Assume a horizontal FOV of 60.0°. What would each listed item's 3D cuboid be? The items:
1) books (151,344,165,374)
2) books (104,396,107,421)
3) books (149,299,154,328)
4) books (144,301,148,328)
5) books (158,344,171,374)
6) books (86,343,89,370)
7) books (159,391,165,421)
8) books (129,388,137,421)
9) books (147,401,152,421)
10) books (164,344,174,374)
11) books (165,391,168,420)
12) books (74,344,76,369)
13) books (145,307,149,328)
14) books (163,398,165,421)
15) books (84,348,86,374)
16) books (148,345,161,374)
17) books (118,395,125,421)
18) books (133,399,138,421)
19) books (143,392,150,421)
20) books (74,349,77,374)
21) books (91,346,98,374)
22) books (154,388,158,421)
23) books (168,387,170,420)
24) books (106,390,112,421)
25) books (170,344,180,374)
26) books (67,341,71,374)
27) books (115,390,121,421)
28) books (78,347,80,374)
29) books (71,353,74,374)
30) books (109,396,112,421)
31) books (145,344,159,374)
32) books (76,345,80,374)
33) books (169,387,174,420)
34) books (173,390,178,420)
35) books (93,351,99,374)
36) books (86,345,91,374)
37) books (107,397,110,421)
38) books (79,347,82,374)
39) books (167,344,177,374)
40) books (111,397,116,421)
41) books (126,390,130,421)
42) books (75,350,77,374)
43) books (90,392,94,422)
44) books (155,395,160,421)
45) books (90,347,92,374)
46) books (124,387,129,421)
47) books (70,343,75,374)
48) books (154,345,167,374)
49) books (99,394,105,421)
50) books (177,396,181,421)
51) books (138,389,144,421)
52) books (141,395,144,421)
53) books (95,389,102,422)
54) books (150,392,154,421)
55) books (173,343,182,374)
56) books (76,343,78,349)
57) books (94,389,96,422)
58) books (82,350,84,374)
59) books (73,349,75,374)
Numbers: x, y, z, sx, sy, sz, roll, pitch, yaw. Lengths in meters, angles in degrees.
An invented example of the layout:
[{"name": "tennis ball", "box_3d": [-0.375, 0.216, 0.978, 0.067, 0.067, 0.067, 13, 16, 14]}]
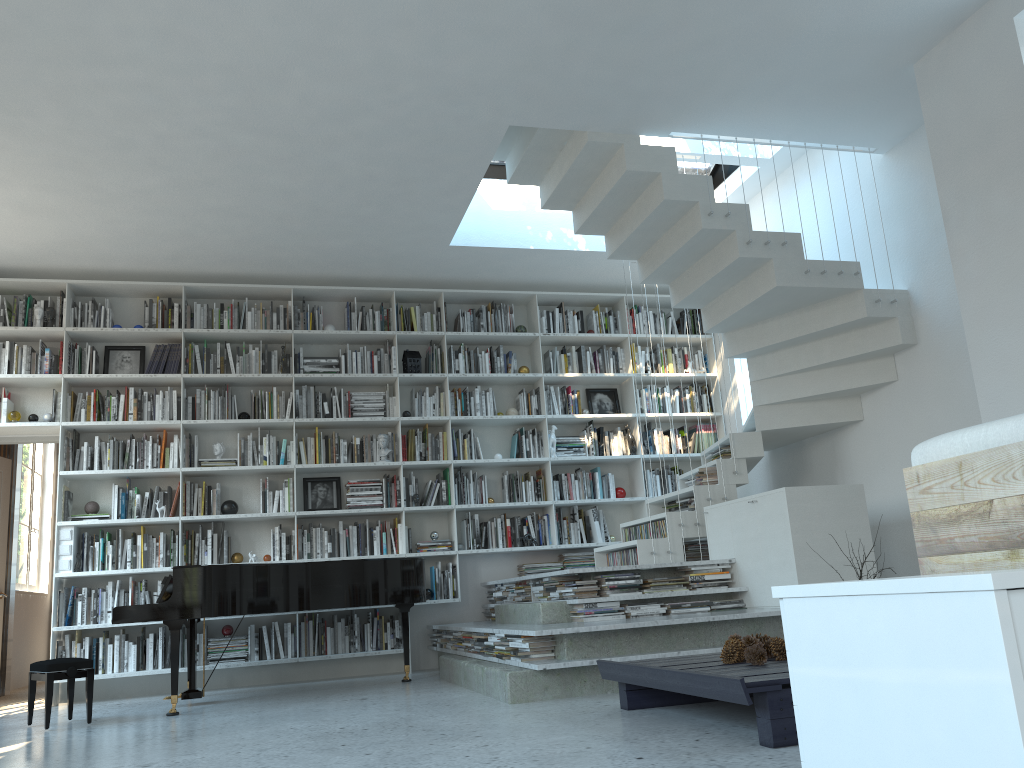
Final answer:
[{"name": "books", "box_3d": [-2.809, -0.159, 7.039, 0.110, 0.279, 0.174, 0, -14, -16]}, {"name": "books", "box_3d": [-3.135, 0.222, 6.867, 0.012, 0.230, 0.150, 0, -14, -16]}, {"name": "books", "box_3d": [-2.886, -0.518, 7.107, 0.024, 0.279, 0.188, 0, -14, -16]}, {"name": "books", "box_3d": [-2.935, -0.512, 7.110, 0.013, 0.277, 0.151, 0, -14, -16]}, {"name": "books", "box_3d": [-2.758, -0.163, 7.052, 0.097, 0.282, 0.174, 0, -14, -16]}, {"name": "books", "box_3d": [-3.295, -0.161, 6.901, 0.005, 0.280, 0.191, 0, -14, -16]}, {"name": "books", "box_3d": [-2.745, 0.200, 6.960, 0.022, 0.262, 0.175, 0, -14, -16]}, {"name": "books", "box_3d": [-2.949, 0.188, 6.898, 0.030, 0.285, 0.185, 0, -14, -16]}, {"name": "books", "box_3d": [-2.835, 0.242, 6.943, 0.022, 0.185, 0.137, 0, -14, -16]}, {"name": "books", "box_3d": [-2.732, -0.161, 7.080, 0.078, 0.285, 0.174, 0, -14, -16]}, {"name": "books", "box_3d": [-2.715, 0.204, 6.991, 0.024, 0.265, 0.155, 0, -14, -16]}, {"name": "books", "box_3d": [-3.381, -0.157, 6.884, 0.005, 0.277, 0.147, 0, -14, -16]}, {"name": "books", "box_3d": [-2.910, -0.487, 7.097, 0.028, 0.218, 0.153, 0, -14, -16]}, {"name": "books", "box_3d": [-2.729, 0.230, 6.971, 0.013, 0.206, 0.172, 0, -14, -16]}, {"name": "books", "box_3d": [-3.305, -0.142, 6.895, 0.019, 0.243, 0.153, 0, -14, -16]}, {"name": "books", "box_3d": [-2.836, -0.155, 7.050, 0.110, 0.279, 0.174, 0, -14, -16]}, {"name": "books", "box_3d": [-3.026, 0.217, 6.892, 0.047, 0.237, 0.163, 0, -14, -16]}, {"name": "books", "box_3d": [-2.917, 0.231, 6.893, 0.029, 0.195, 0.192, 0, -14, -16]}, {"name": "books", "box_3d": [-2.863, 0.206, 6.946, 0.029, 0.260, 0.158, 0, -14, -16]}, {"name": "books", "box_3d": [-3.364, -0.136, 6.869, 0.009, 0.228, 0.185, 0, -14, -16]}, {"name": "books", "box_3d": [-3.253, -0.149, 6.908, 0.012, 0.254, 0.167, 0, -14, -16]}, {"name": "books", "box_3d": [-2.792, 0.193, 6.954, 0.012, 0.280, 0.188, 0, -14, -16]}, {"name": "books", "box_3d": [-2.691, 0.184, 6.971, 0.012, 0.290, 0.182, 0, -14, -16]}, {"name": "books", "box_3d": [-3.124, 0.199, 6.872, 0.012, 0.276, 0.151, 0, -14, -16]}, {"name": "books", "box_3d": [-2.688, -0.161, 7.093, 0.078, 0.285, 0.174, 0, -14, -16]}, {"name": "books", "box_3d": [-3.417, -0.168, 6.862, 0.005, 0.292, 0.184, 0, -14, -16]}, {"name": "books", "box_3d": [-3.055, 0.199, 6.883, 0.014, 0.272, 0.181, 0, -14, -16]}, {"name": "books", "box_3d": [-3.347, -0.143, 6.890, 0.010, 0.248, 0.166, 0, -14, -16]}, {"name": "books", "box_3d": [-3.394, -0.121, 6.872, 0.015, 0.206, 0.172, 0, -14, -16]}, {"name": "books", "box_3d": [-3.096, 0.221, 6.868, 0.011, 0.228, 0.170, 0, -14, -16]}, {"name": "books", "box_3d": [-2.855, -0.157, 7.035, 0.110, 0.279, 0.174, 0, -14, -16]}, {"name": "books", "box_3d": [-3.354, -0.151, 6.880, 0.009, 0.259, 0.184, 0, -14, -16]}, {"name": "books", "box_3d": [-2.678, 0.188, 6.987, 0.022, 0.288, 0.169, 0, -14, -16]}, {"name": "books", "box_3d": [-2.649, 0.200, 6.990, 0.035, 0.263, 0.178, 0, -14, -16]}, {"name": "books", "box_3d": [-3.237, -0.131, 6.899, 0.012, 0.213, 0.186, 0, -14, -16]}, {"name": "books", "box_3d": [-3.278, -0.152, 6.893, 0.023, 0.257, 0.184, 0, -14, -16]}, {"name": "books", "box_3d": [-3.106, 0.224, 6.857, 0.014, 0.217, 0.164, 0, -14, -16]}, {"name": "books", "box_3d": [-3.334, -0.147, 6.871, 0.004, 0.245, 0.189, 0, -14, -16]}, {"name": "books", "box_3d": [-2.711, -0.160, 7.091, 0.078, 0.285, 0.174, 0, -14, -16]}, {"name": "books", "box_3d": [-3.073, 0.225, 6.866, 0.031, 0.216, 0.173, 0, -14, -16]}, {"name": "books", "box_3d": [-2.976, 0.197, 6.894, 0.023, 0.270, 0.187, 0, -14, -16]}, {"name": "books", "box_3d": [-3.355, -0.132, 6.860, 0.004, 0.213, 0.187, 0, -14, -16]}, {"name": "books", "box_3d": [-3.219, 0.208, 6.831, 0.014, 0.252, 0.187, 0, -14, -16]}, {"name": "books", "box_3d": [-2.769, 0.216, 6.950, 0.030, 0.230, 0.172, 0, -14, -16]}, {"name": "books", "box_3d": [-3.264, -0.146, 6.905, 0.011, 0.249, 0.168, 0, -14, -16]}, {"name": "books", "box_3d": [-2.999, 0.185, 6.910, 0.014, 0.303, 0.152, 0, -14, -16]}, {"name": "books", "box_3d": [-3.406, -0.162, 6.875, 0.006, 0.286, 0.148, 0, -14, -16]}, {"name": "books", "box_3d": [-2.792, -0.155, 7.062, 0.110, 0.279, 0.174, 0, -14, -16]}, {"name": "books", "box_3d": [-3.163, 0.212, 6.857, 0.047, 0.249, 0.134, 0, -14, -16]}, {"name": "books", "box_3d": [-2.605, 0.223, 6.969, 0.039, 0.202, 0.236, 0, -14, -16]}, {"name": "books", "box_3d": [-2.901, 0.193, 6.935, 0.025, 0.285, 0.161, 0, -14, -16]}, {"name": "books", "box_3d": [-2.878, 0.217, 6.924, 0.013, 0.231, 0.172, 0, -14, -16]}, {"name": "books", "box_3d": [-3.187, 0.195, 6.836, 0.011, 0.276, 0.164, 0, -14, -16]}, {"name": "books", "box_3d": [-2.819, 0.207, 6.962, 0.035, 0.260, 0.131, 0, -14, -16]}, {"name": "books", "box_3d": [-2.663, -0.165, 7.086, 0.078, 0.285, 0.174, 0, -14, -16]}, {"name": "books", "box_3d": [-3.377, -0.162, 6.889, 0.006, 0.288, 0.144, 0, -14, -16]}, {"name": "books", "box_3d": [-3.205, 0.196, 6.842, 0.020, 0.280, 0.165, 0, -14, -16]}, {"name": "books", "box_3d": [-3.313, -0.133, 6.879, 0.018, 0.218, 0.187, 0, -14, -16]}, {"name": "books", "box_3d": [-3.385, -0.138, 6.879, 0.005, 0.237, 0.154, 0, -14, -16]}]
